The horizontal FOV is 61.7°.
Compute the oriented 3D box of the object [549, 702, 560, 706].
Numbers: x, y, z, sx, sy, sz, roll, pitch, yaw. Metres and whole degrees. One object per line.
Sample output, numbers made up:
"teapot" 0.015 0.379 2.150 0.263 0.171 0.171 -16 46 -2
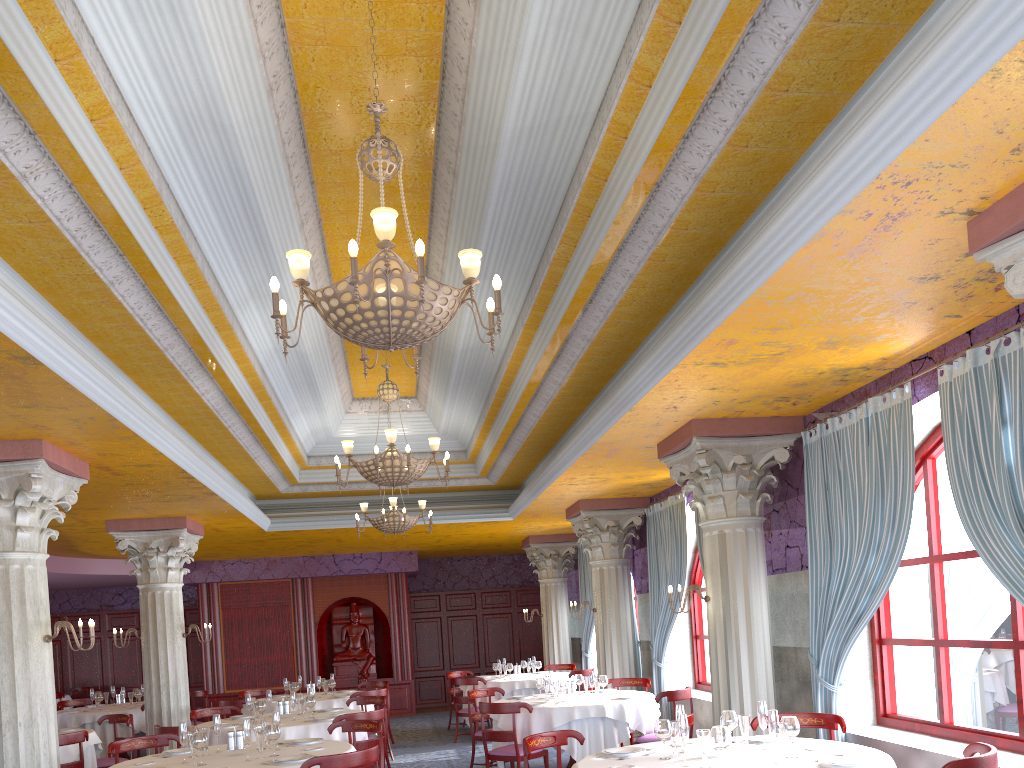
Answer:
"object" 0.460 3.649 9.757 0.056 0.019 0.260 -15 -19 39

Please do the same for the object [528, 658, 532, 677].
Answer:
"object" 0.312 4.936 14.898 0.074 0.331 0.074 -4 -1 28

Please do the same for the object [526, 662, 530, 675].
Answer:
"object" 0.296 5.155 15.507 0.086 0.234 0.086 -4 -3 17

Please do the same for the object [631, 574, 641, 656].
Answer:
"object" 2.264 4.018 15.432 0.160 2.494 3.688 -3 -11 -9

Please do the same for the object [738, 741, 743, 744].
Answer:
"object" 1.700 2.600 6.242 0.022 0.003 0.257 -14 -19 33

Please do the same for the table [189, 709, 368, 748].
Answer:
"table" -2.694 4.443 10.137 2.075 0.936 2.168 -2 -13 -7

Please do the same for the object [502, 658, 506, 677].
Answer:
"object" -0.136 5.138 15.524 0.074 0.331 0.074 -4 -1 28

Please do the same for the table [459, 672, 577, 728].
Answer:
"table" 0.127 5.681 15.208 2.075 0.936 2.168 -2 -13 -7

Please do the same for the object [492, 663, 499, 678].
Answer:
"object" -0.289 5.130 15.335 0.122 0.261 0.124 -4 -3 6

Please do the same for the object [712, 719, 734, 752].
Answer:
"object" 1.385 2.309 5.639 0.144 0.209 0.073 -1 -3 -28

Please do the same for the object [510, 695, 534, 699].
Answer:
"object" 0.123 3.995 10.929 0.315 0.024 0.323 8 -19 -37

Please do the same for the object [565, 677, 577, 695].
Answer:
"object" 0.726 3.720 10.554 0.144 0.209 0.073 -1 -3 -28

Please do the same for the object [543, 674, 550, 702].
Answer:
"object" 0.412 3.632 10.245 0.074 0.331 0.074 -4 -1 6

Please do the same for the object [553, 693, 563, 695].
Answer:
"object" 0.587 4.034 11.146 0.160 0.009 0.163 -10 -17 21

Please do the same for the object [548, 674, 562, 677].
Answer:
"object" 0.708 5.023 14.748 0.312 0.024 0.325 -1 -16 -8

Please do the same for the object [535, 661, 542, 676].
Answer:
"object" 0.469 5.014 15.087 0.122 0.261 0.124 -4 -3 6

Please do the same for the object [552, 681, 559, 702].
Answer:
"object" 0.522 3.654 10.173 0.086 0.234 0.086 -4 -3 17

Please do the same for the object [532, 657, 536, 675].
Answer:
"object" 0.400 5.080 15.436 0.074 0.331 0.074 -4 -1 28

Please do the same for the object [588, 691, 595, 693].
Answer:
"object" 1.040 4.012 11.157 0.022 0.003 0.257 -14 -19 33

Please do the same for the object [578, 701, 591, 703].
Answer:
"object" 0.831 3.648 9.817 0.161 0.009 0.161 -13 -18 31

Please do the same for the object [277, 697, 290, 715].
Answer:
"object" -2.732 3.844 10.225 0.144 0.209 0.073 -1 -3 -28

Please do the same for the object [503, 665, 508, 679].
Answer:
"object" -0.114 5.016 14.915 0.085 0.234 0.087 -2 -3 -28

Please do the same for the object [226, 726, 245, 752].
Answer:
"object" -2.325 2.973 7.192 0.144 0.209 0.073 -1 -3 -28

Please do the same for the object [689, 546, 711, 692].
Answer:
"object" 2.897 2.663 10.716 0.160 2.494 3.688 -3 -11 -9

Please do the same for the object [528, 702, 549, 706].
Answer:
"object" 0.273 3.686 9.855 0.312 0.024 0.325 -1 -16 -8

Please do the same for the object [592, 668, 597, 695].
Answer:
"object" 1.037 3.718 10.693 0.073 0.331 0.075 -3 -1 -17

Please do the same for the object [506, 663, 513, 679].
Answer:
"object" -0.033 4.974 14.831 0.122 0.261 0.124 -1 -4 -39

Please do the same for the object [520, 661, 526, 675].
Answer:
"object" 0.214 5.170 15.591 0.122 0.261 0.124 -3 -4 -17

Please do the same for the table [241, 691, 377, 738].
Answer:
"table" -3.135 5.388 13.425 2.075 0.936 2.168 -2 -13 -7

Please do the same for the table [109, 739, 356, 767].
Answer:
"table" -2.287 3.572 7.104 2.075 0.936 2.168 -2 -13 -7

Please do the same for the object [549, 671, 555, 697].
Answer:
"object" 0.501 3.776 10.782 0.073 0.331 0.075 -3 -2 -39

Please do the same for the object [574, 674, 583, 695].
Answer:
"object" 0.850 3.808 10.848 0.122 0.261 0.124 -3 -4 -17

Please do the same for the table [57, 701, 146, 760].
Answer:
"table" -6.357 5.725 13.914 2.075 0.936 2.168 -2 -13 -7

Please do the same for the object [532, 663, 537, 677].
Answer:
"object" 0.386 5.009 15.005 0.085 0.234 0.087 -2 -3 -28

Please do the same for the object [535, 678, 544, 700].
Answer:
"object" 0.348 3.768 10.592 0.122 0.261 0.124 -4 -3 6

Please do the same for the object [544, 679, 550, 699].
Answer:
"object" 0.432 3.799 10.674 0.085 0.234 0.087 -3 -2 -6

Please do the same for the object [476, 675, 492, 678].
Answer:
"object" -0.513 5.357 15.671 0.312 0.024 0.325 -1 -16 -8

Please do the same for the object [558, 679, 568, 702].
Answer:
"object" 0.603 3.612 10.089 0.122 0.261 0.124 -1 -4 -39

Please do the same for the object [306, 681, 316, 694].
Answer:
"object" -3.173 4.789 13.514 0.144 0.209 0.073 -1 -3 -28

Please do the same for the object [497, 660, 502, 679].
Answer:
"object" -0.224 4.994 14.987 0.074 0.331 0.074 -4 -1 28

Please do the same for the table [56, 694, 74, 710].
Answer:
"table" -10.521 7.196 18.257 2.075 0.936 2.168 -2 -13 -7

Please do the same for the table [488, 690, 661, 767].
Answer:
"table" 0.764 4.319 10.466 2.075 0.936 2.168 -2 -13 -7

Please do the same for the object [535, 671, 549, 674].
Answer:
"object" 0.559 5.332 15.822 0.312 0.024 0.325 -1 -16 -8

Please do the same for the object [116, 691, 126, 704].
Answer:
"object" -8.974 5.095 15.070 5.719 1.180 0.354 -9 -4 20

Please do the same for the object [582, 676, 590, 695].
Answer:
"object" 0.933 3.793 10.764 0.086 0.234 0.086 -4 -3 17

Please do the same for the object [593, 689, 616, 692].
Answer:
"object" 1.195 3.970 11.079 0.312 0.024 0.325 -1 -16 -8

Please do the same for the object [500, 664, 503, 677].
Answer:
"object" -0.204 5.161 15.416 0.085 0.234 0.087 -2 -3 -28

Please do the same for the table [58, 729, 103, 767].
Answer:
"table" -5.790 4.512 9.688 2.075 0.936 2.168 -2 -13 -7

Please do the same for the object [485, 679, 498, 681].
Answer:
"object" -0.363 5.048 14.598 0.312 0.024 0.325 -1 -16 -8

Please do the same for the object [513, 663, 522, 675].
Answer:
"object" 0.090 5.082 15.297 0.144 0.209 0.073 -1 -3 -28

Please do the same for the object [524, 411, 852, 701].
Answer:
"object" 2.588 2.159 7.936 2.088 3.512 30.223 -3 -15 -8

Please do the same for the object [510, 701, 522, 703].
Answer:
"object" 0.045 3.848 10.359 0.158 0.009 0.165 -1 -16 -8

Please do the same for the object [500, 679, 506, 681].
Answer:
"object" -0.176 5.011 14.499 0.056 0.019 0.260 -15 -19 39

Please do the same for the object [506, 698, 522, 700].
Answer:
"object" 0.025 3.951 10.741 0.263 0.019 0.055 -17 -19 40

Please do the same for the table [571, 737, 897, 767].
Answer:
"table" 1.423 2.908 5.550 2.075 0.936 2.168 -2 -13 -7

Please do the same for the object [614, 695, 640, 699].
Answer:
"object" 1.345 3.661 10.006 0.312 0.024 0.325 -1 -16 -8
